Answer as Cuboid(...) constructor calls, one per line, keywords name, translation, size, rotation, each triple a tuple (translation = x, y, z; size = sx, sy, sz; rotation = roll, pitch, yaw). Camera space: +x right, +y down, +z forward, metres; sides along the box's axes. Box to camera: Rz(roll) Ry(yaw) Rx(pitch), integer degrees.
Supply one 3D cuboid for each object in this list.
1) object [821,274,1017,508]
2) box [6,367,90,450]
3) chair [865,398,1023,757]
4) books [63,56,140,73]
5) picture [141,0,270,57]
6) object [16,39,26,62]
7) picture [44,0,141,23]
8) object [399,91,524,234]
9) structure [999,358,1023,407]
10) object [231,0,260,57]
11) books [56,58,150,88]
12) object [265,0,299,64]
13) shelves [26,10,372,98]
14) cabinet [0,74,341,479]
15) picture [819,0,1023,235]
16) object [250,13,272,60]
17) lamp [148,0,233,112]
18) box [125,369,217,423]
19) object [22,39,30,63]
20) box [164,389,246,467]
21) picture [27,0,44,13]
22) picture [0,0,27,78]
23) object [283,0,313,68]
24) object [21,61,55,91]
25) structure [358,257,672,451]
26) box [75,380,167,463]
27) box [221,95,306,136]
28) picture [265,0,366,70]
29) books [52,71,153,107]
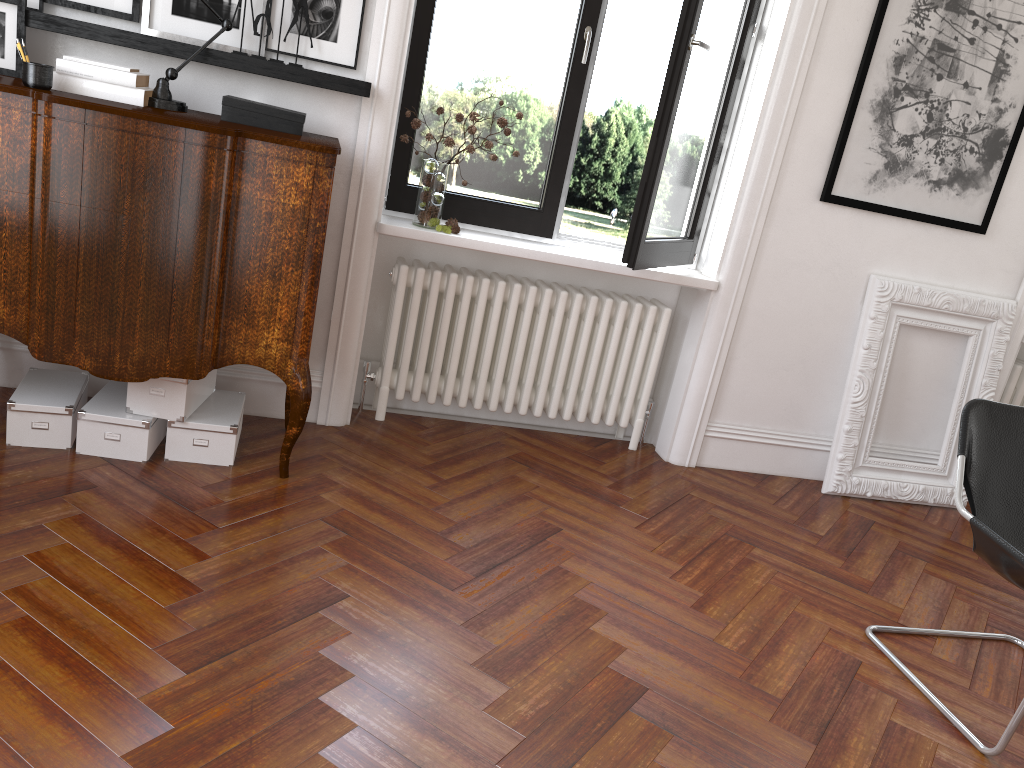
Cuboid(name="object", translation=(2.001, 0.065, 4.338), size=(0.830, 1.069, 0.232), rotation=(7, 18, -14))
Cuboid(name="box", translation=(-1.706, 0.093, 3.272), size=(0.209, 0.178, 0.391), rotation=(6, 17, -19))
Cuboid(name="chair", translation=(1.670, 0.594, 2.674), size=(0.753, 0.878, 0.740), rotation=(7, 17, -14))
Cuboid(name="books", translation=(-1.358, -1.061, 2.944), size=(0.201, 0.014, 0.178), rotation=(8, 17, -15))
Cuboid(name="picture", translation=(-1.105, -1.417, 3.225), size=(0.434, 0.367, 0.020), rotation=(7, 18, -14))
Cuboid(name="object", translation=(-1.498, -0.994, 2.724), size=(0.050, 0.120, 0.010), rotation=(8, 18, -12))
Cuboid(name="picture", translation=(-1.491, -1.523, 3.104), size=(0.373, 0.409, 0.020), rotation=(7, 18, -14))
Cuboid(name="object", translation=(-0.193, -0.950, 3.780), size=(0.541, 0.603, 0.315), rotation=(-4, 23, -42))
Cuboid(name="structure", translation=(3.180, 0.313, 5.036), size=(1.454, 0.783, 0.224), rotation=(7, 18, -15))
Cuboid(name="object", translation=(-0.974, -1.328, 3.222), size=(0.124, 0.262, 0.040), rotation=(7, 18, -14))
Cuboid(name="books", translation=(-1.364, -1.040, 2.973), size=(0.239, 0.044, 0.253), rotation=(8, 17, -15))
Cuboid(name="object", translation=(-0.848, -1.333, 3.256), size=(0.118, 0.300, 0.040), rotation=(7, 18, -14))
Cuboid(name="shelves", translation=(-1.269, -1.216, 3.190), size=(1.516, 0.055, 0.155), rotation=(8, 17, -15))
Cuboid(name="cabinet", translation=(-1.324, -0.358, 3.171), size=(1.267, 1.225, 0.636), rotation=(7, 18, -14))
Cuboid(name="picture", translation=(1.941, -1.388, 3.899), size=(0.883, 1.331, 0.035), rotation=(7, 18, -14))
Cuboid(name="object", translation=(-0.913, -1.264, 3.229), size=(0.066, 0.162, 0.040), rotation=(7, 18, -14))
Cuboid(name="lamp", translation=(-1.144, -1.338, 2.981), size=(0.173, 0.807, 0.490), rotation=(26, 22, 37))
Cuboid(name="box", translation=(-1.265, -0.018, 3.325), size=(0.209, 0.178, 0.392), rotation=(10, 17, -5))
Cuboid(name="object", translation=(-1.497, -0.995, 2.750), size=(0.046, 0.140, 0.010), rotation=(6, 18, -17))
Cuboid(name="box", translation=(-1.174, 0.163, 3.411), size=(0.245, 0.178, 0.391), rotation=(7, 17, -14))
Cuboid(name="picture", translation=(-1.772, -1.444, 3.047), size=(0.300, 0.255, 0.020), rotation=(7, 18, -14))
Cuboid(name="picture", translation=(-1.764, -1.187, 2.999), size=(0.213, 0.259, 0.020), rotation=(7, 18, -14))
Cuboid(name="object", translation=(-0.791, -1.315, 3.305), size=(0.110, 0.263, 0.040), rotation=(7, 18, -14))
Cuboid(name="object", translation=(-1.473, -0.954, 2.753), size=(0.091, 0.078, 0.091), rotation=(-3, 22, -40))
Cuboid(name="structure", translation=(0.038, -0.104, 4.214), size=(1.454, 0.783, 0.224), rotation=(7, 18, -15))
Cuboid(name="box", translation=(-1.433, 0.138, 3.314), size=(0.245, 0.178, 0.391), rotation=(9, 17, -10))
Cuboid(name="box", translation=(-0.887, -0.963, 3.186), size=(0.282, 0.087, 0.207), rotation=(8, 17, -15))
Cuboid(name="picture", translation=(-0.727, -1.410, 3.311), size=(0.343, 0.387, 0.020), rotation=(7, 18, -14))
Cuboid(name="books", translation=(-1.374, -0.991, 2.983), size=(0.294, 0.057, 0.228), rotation=(8, 17, -15))
